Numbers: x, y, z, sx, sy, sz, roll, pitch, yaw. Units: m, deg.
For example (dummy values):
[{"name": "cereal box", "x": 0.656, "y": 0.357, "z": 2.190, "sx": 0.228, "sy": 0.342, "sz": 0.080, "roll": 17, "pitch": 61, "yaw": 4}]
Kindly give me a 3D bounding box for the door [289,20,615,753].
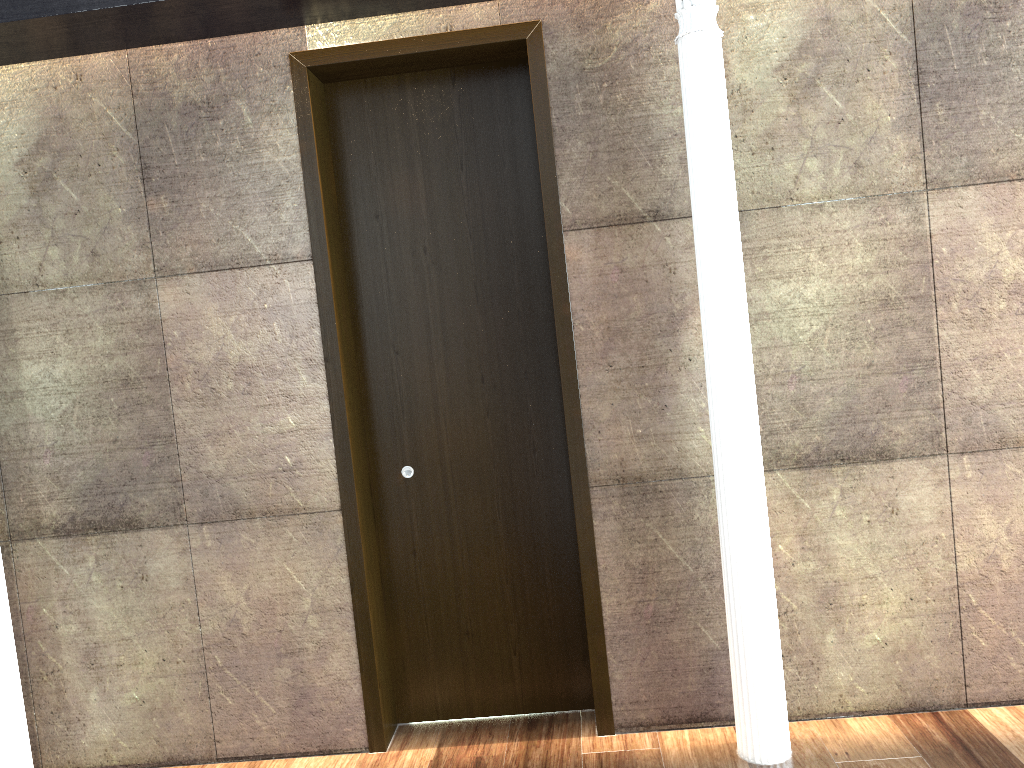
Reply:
[{"name": "door", "x": -0.215, "y": 0.042, "z": 3.748, "sx": 1.000, "sy": 2.814, "sz": 0.510, "roll": -6, "pitch": 3, "yaw": 4}]
